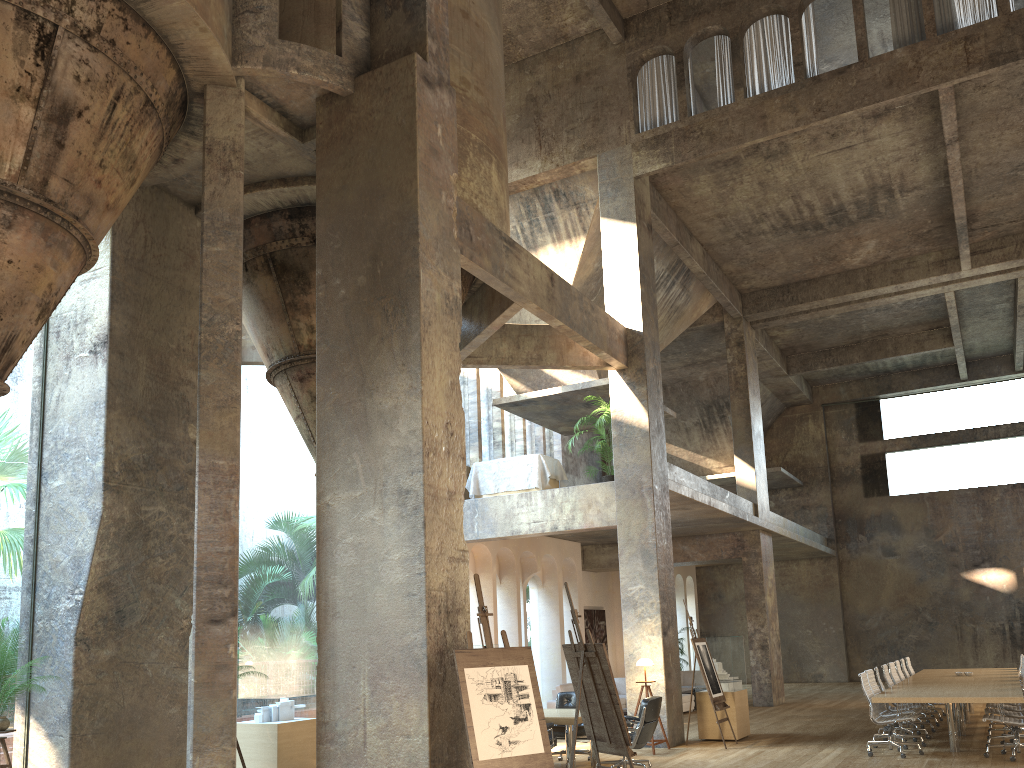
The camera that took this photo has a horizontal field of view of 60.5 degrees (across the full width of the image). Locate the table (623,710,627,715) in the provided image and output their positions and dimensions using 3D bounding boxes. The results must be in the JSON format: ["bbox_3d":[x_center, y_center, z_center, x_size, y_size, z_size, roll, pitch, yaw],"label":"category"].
[{"bbox_3d":[2.495,6.392,16.980,0.797,0.198,1.131,-11,-18,27],"label":"table"}]

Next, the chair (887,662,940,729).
[{"bbox_3d":[6.506,5.038,14.277,0.707,1.001,0.674,-11,-14,36],"label":"chair"}]

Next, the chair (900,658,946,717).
[{"bbox_3d":[7.388,5.469,15.852,0.705,1.001,0.676,-9,-14,31],"label":"chair"}]

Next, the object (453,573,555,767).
[{"bbox_3d":[-0.093,2.456,6.519,0.705,2.095,0.696,5,-12,-35],"label":"object"}]

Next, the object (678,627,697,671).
[{"bbox_3d":[4.207,7.327,23.177,1.416,1.769,1.377,-10,-14,34],"label":"object"}]

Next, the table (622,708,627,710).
[{"bbox_3d":[2.315,6.283,16.664,0.867,0.240,0.377,-11,-17,28],"label":"table"}]

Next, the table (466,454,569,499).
[{"bbox_3d":[0.084,1.781,15.941,1.764,0.782,1.136,-10,-16,28],"label":"table"}]

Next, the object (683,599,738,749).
[{"bbox_3d":[2.806,4.203,12.820,0.689,2.095,0.713,-7,-11,27],"label":"object"}]

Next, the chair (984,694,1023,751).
[{"bbox_3d":[6.462,4.183,11.360,0.705,1.001,0.676,-9,-14,31],"label":"chair"}]

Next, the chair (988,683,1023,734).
[{"bbox_3d":[7.343,4.614,12.935,0.707,1.001,0.674,-11,-14,36],"label":"chair"}]

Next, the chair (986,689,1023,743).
[{"bbox_3d":[6.907,4.400,12.155,0.706,1.001,0.675,-10,-14,33],"label":"chair"}]

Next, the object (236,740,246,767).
[{"bbox_3d":[-3.259,4.117,9.861,0.660,0.949,0.583,3,-12,-25],"label":"object"}]

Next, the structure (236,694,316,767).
[{"bbox_3d":[-2.890,4.359,10.805,0.741,0.990,0.756,-8,-13,28],"label":"structure"}]

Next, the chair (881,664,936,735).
[{"bbox_3d":[6.075,4.830,13.516,0.706,1.001,0.675,-10,-14,33],"label":"chair"}]

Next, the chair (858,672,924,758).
[{"bbox_3d":[4.815,4.195,11.202,0.706,1.001,0.675,-10,-14,33],"label":"chair"}]

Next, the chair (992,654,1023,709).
[{"bbox_3d":[9.032,5.457,16.011,0.706,1.001,0.675,-10,-14,33],"label":"chair"}]

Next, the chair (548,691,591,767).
[{"bbox_3d":[0.778,4.481,11.454,0.733,0.871,0.838,-7,-14,22],"label":"chair"}]

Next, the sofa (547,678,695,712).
[{"bbox_3d":[2.270,6.392,17.858,2.082,0.704,2.982,-10,-18,27],"label":"sofa"}]

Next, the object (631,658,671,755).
[{"bbox_3d":[1.818,4.526,12.400,0.575,1.266,0.669,-8,-12,28],"label":"object"}]

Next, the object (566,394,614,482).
[{"bbox_3d":[1.726,0.940,15.014,1.416,1.765,1.377,-10,-14,34],"label":"object"}]

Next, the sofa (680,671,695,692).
[{"bbox_3d":[4.318,7.388,21.496,2.085,0.703,1.091,-10,-16,28],"label":"sofa"}]

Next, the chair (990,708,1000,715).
[{"bbox_3d":[8.637,5.247,15.249,0.707,1.001,0.674,-11,-14,36],"label":"chair"}]

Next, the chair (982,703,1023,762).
[{"bbox_3d":[3.551,4.465,11.945,13.061,1.007,32.085,-11,-18,27],"label":"chair"}]

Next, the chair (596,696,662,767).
[{"bbox_3d":[1.340,4.127,10.319,0.826,0.871,0.744,-8,-14,24],"label":"chair"}]

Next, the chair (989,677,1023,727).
[{"bbox_3d":[7.775,4.822,13.695,0.706,1.001,0.675,-10,-14,33],"label":"chair"}]

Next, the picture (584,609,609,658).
[{"bbox_3d":[2.075,6.499,21.855,0.070,1.728,1.530,-7,-13,28],"label":"picture"}]

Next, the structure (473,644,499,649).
[{"bbox_3d":[-0.639,5.135,14.636,0.599,1.510,0.755,-8,-12,28],"label":"structure"}]

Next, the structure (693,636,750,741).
[{"bbox_3d":[3.232,4.680,13.559,0.599,1.510,0.755,-8,-12,28],"label":"structure"}]

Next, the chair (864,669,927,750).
[{"bbox_3d":[5.205,4.406,11.966,0.707,1.001,0.674,-11,-14,36],"label":"chair"}]

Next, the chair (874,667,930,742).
[{"bbox_3d":[5.615,4.610,12.712,0.704,1.001,0.677,-8,-13,28],"label":"chair"}]

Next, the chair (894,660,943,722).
[{"bbox_3d":[6.942,5.251,15.056,0.706,1.001,0.675,-10,-14,33],"label":"chair"}]

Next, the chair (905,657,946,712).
[{"bbox_3d":[7.852,5.693,16.672,0.706,1.001,0.675,-10,-14,34],"label":"chair"}]

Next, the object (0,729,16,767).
[{"bbox_3d":[-4.415,3.508,7.648,0.662,0.949,0.582,-7,-12,22],"label":"object"}]

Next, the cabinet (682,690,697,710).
[{"bbox_3d":[4.096,6.974,19.450,0.399,0.360,1.590,-9,-17,27],"label":"cabinet"}]

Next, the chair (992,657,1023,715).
[{"bbox_3d":[8.219,5.045,14.508,0.704,1.001,0.677,-8,-13,28],"label":"chair"}]

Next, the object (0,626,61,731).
[{"bbox_3d":[-4.411,2.577,7.747,0.866,0.917,0.700,9,-16,-40],"label":"object"}]

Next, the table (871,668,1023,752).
[{"bbox_3d":[6.928,4.929,13.508,1.614,0.740,7.857,-10,-18,27],"label":"table"}]

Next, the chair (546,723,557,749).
[{"bbox_3d":[0.145,4.112,10.122,0.738,0.871,0.833,-11,-15,34],"label":"chair"}]

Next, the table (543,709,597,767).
[{"bbox_3d":[-0.007,4.487,11.055,2.431,0.683,1.125,-11,-17,28],"label":"table"}]

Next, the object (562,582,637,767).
[{"bbox_3d":[0.735,2.921,8.204,0.687,2.095,0.715,3,-11,-29],"label":"object"}]

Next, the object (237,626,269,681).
[{"bbox_3d":[-3.195,3.156,9.866,0.867,0.917,0.699,-10,-14,31],"label":"object"}]
